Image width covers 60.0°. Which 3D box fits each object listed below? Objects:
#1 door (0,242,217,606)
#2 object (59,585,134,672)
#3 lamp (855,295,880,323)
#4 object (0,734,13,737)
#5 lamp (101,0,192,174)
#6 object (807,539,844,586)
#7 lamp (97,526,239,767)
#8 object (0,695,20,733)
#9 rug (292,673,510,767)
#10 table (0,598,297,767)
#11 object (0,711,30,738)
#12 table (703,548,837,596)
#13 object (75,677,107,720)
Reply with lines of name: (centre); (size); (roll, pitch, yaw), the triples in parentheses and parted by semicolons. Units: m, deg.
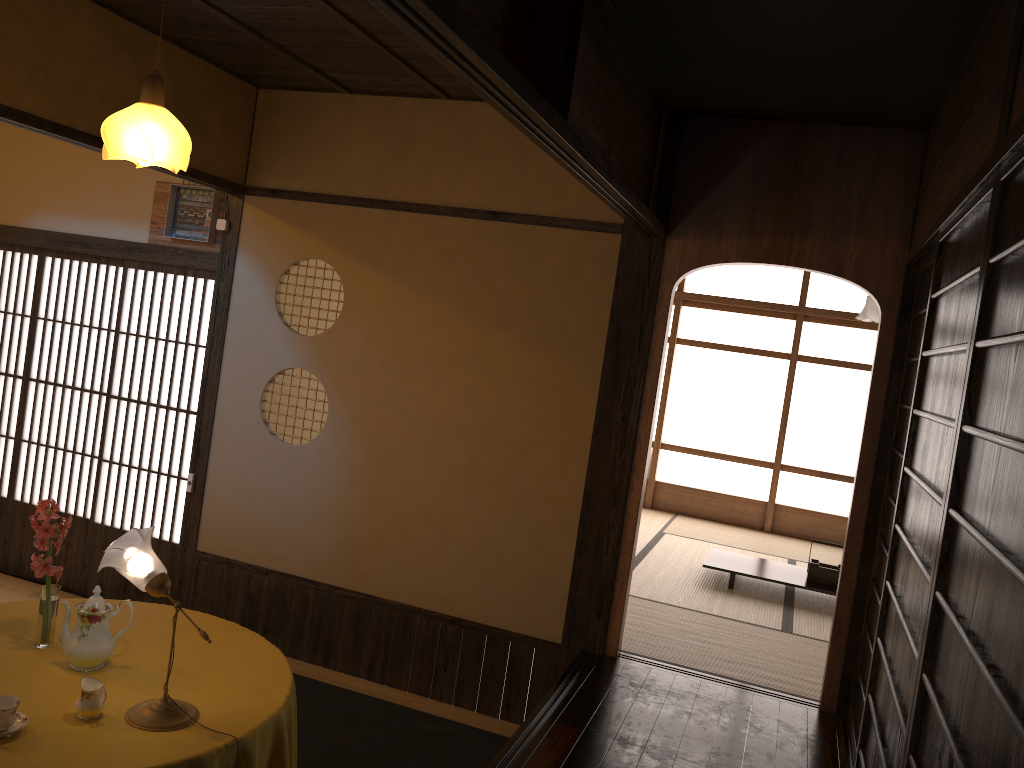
door: (-3.017, 0.154, 5.449); (2.651, 1.999, 0.066); (9, 2, 18)
object: (-1.288, 0.746, 2.736); (0.164, 0.252, 0.153); (10, 2, 31)
lamp: (2.439, -0.808, 5.869); (0.197, 0.797, 0.225); (9, 2, 26)
object: (-1.312, 0.878, 2.231); (0.126, 0.019, 0.029); (10, 3, 22)
lamp: (-1.051, -1.057, 2.662); (0.250, 0.809, 0.276); (10, 2, 40)
object: (2.121, 1.191, 5.926); (0.260, 0.258, 0.150); (9, 2, 18)
lamp: (-0.991, 1.025, 2.495); (0.512, 1.202, 0.197); (9, 2, 19)
object: (-1.320, 0.851, 2.276); (0.090, 0.076, 0.099); (8, 3, 3)
rug: (-1.372, 1.478, 4.180); (2.958, 0.005, 0.901); (9, 3, 18)
table: (-1.386, 1.212, 2.709); (1.446, 0.695, 1.443); (9, 3, 18)
object: (-1.325, 0.883, 2.282); (0.144, 0.024, 0.144); (7, 4, -22)
table: (1.917, 1.347, 5.990); (1.202, 0.118, 0.600); (9, 3, 18)
object: (-1.151, 0.862, 2.433); (0.083, 0.098, 0.078); (8, 2, -12)
